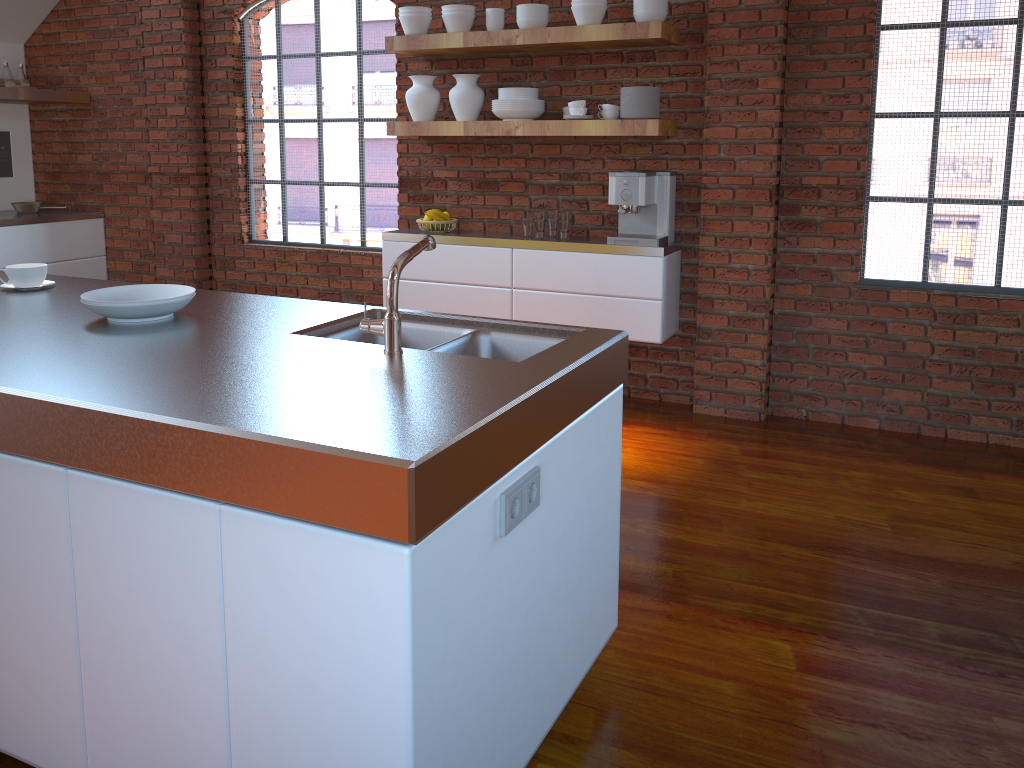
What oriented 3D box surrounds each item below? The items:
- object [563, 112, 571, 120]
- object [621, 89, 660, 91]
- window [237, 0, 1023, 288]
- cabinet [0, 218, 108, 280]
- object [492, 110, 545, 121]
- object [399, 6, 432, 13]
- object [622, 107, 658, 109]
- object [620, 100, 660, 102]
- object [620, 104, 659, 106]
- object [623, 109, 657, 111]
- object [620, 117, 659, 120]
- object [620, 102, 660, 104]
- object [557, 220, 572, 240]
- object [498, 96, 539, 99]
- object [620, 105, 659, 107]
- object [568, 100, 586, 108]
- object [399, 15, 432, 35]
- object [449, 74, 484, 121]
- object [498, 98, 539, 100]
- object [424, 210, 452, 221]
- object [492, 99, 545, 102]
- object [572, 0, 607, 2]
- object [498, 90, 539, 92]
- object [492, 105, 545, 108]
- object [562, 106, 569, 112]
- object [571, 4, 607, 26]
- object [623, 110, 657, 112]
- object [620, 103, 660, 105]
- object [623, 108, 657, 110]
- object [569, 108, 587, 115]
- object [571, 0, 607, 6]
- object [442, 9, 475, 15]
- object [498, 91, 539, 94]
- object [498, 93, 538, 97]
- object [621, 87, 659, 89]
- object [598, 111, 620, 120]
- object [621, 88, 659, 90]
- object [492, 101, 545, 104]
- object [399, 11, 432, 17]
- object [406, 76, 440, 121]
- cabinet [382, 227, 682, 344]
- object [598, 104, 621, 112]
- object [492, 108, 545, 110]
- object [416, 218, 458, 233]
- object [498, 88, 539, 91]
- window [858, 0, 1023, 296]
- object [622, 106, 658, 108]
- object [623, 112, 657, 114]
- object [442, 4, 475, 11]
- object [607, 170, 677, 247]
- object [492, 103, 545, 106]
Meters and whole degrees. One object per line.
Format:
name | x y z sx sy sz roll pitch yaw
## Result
object | 0.316 -1.407 4.640 0.092 0.046 0.101 1 14 5
object | 0.634 -1.445 4.343 0.196 0.013 0.197 14 20 40
window | 2.758 -1.616 6.199 17.448 9.731 3.698 4 10 15
cabinet | -3.692 -0.605 5.674 0.714 0.800 2.023 6 15 24
object | 0.034 -1.413 4.639 0.282 0.054 0.288 2 15 8
object | -0.521 -1.973 4.754 0.181 0.102 0.184 -7 16 -28
object | 0.633 -1.359 4.356 0.196 0.013 0.197 14 20 40
object | 0.633 -1.390 4.351 0.196 0.013 0.197 14 20 40
object | 0.633 -1.373 4.354 0.196 0.013 0.197 14 20 40
object | 0.633 -1.350 4.357 0.196 0.013 0.197 14 20 40
object | 0.633 -1.314 4.363 0.196 0.013 0.197 14 20 40
object | 0.633 -1.382 4.353 0.196 0.013 0.197 14 20 40
object | 0.272 -0.801 4.580 0.078 0.102 0.078 9 14 37
object | 0.034 -1.482 4.629 0.214 0.054 0.218 5 16 16
object | 0.633 -1.368 4.355 0.196 0.013 0.197 14 20 40
object | 0.328 -1.405 4.450 0.092 0.057 0.102 2 14 8
object | -0.521 -1.930 4.760 0.181 0.102 0.184 -7 16 -28
object | -0.245 -1.547 4.769 0.192 0.244 0.197 0 11 -3
object | 0.034 -1.472 4.630 0.214 0.054 0.218 5 16 16
object | -0.404 -0.934 4.918 0.185 0.083 0.067 -7 13 -26
object | 0.034 -1.464 4.631 0.282 0.054 0.288 2 15 8
object | 0.383 -1.865 4.370 0.180 0.102 0.185 -1 14 -5
object | 0.034 -1.512 4.624 0.214 0.054 0.218 5 16 16
object | 0.034 -1.435 4.636 0.282 0.054 0.288 2 15 8
object | 0.310 -1.438 4.634 0.092 0.057 0.102 -1 14 -6
object | 0.383 -1.822 4.377 0.180 0.102 0.185 -1 14 -5
object | 0.633 -1.345 4.358 0.196 0.013 0.197 14 20 40
object | 0.633 -1.377 4.353 0.196 0.013 0.197 14 20 40
object | 0.633 -1.355 4.357 0.196 0.013 0.197 14 20 40
object | 0.334 -1.373 4.455 0.092 0.046 0.101 5 15 19
object | 0.383 -1.842 4.373 0.180 0.102 0.185 -1 14 -5
object | -0.285 -1.930 4.686 0.181 0.102 0.184 -7 16 -28
object | 0.034 -1.504 4.625 0.214 0.054 0.218 5 16 16
object | 0.034 -1.494 4.627 0.214 0.054 0.218 5 16 16
object | 0.634 -1.454 4.342 0.196 0.013 0.197 14 20 40
object | 0.500 -1.364 4.484 0.092 0.046 0.100 -8 16 -29
object | 0.634 -1.449 4.342 0.196 0.013 0.197 14 20 40
object | 0.034 -1.453 4.633 0.282 0.054 0.288 2 15 8
object | -0.521 -1.951 4.757 0.181 0.102 0.184 -7 16 -28
object | -0.494 -1.579 4.885 0.193 0.244 0.196 -5 12 -25
cabinet | 0.073 -0.565 4.779 1.629 0.466 0.343 7 13 25
object | 0.504 -1.396 4.483 0.093 0.057 0.101 -11 18 -40
object | 0.034 -1.423 4.637 0.282 0.054 0.288 2 15 8
object | -0.422 -0.894 4.970 0.236 0.070 0.241 -4 15 -17
object | 0.034 -1.522 4.623 0.214 0.054 0.218 5 16 16
window | 2.244 -1.208 3.904 1.274 1.639 0.085 6 10 25
object | 0.633 -1.364 4.355 0.196 0.013 0.197 14 20 40
object | 0.633 -1.336 4.359 0.196 0.013 0.197 14 20 40
object | -0.285 -1.952 4.682 0.181 0.102 0.184 -7 16 -28
object | 0.647 -0.893 4.426 0.272 0.362 0.386 5 13 25
object | 0.034 -1.445 4.634 0.282 0.054 0.288 2 15 8
